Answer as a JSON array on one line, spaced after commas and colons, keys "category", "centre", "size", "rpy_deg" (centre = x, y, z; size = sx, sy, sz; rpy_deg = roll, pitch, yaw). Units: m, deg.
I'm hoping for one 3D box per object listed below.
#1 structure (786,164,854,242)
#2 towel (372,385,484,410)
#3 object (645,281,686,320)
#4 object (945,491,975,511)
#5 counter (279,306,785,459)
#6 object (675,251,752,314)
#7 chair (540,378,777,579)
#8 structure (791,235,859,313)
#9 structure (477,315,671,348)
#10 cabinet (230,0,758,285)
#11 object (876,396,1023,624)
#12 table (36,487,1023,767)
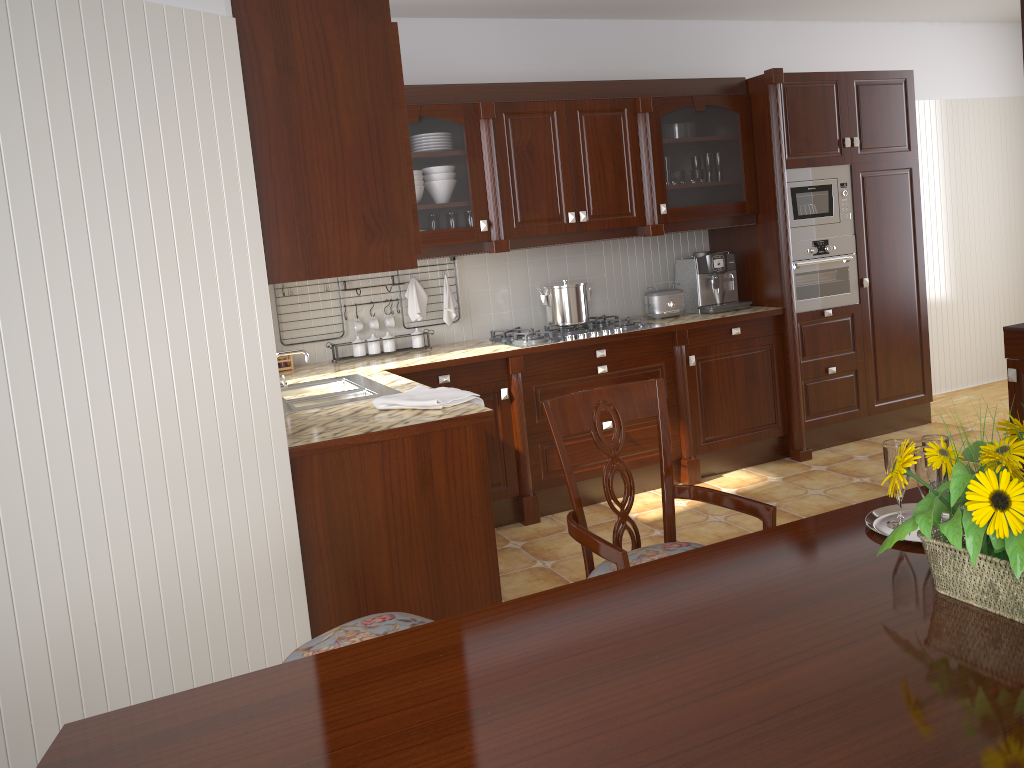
[{"category": "structure", "centre": [1.573, -0.985, 4.868], "size": [0.497, 0.383, 0.318], "rpy_deg": [-9, 8, -23]}, {"category": "towel", "centre": [-0.258, 0.061, 2.901], "size": [0.329, 0.096, 0.347], "rpy_deg": [-1, 10, 29]}, {"category": "object", "centre": [0.813, -0.446, 4.691], "size": [0.244, 0.187, 0.141], "rpy_deg": [-9, 7, -22]}, {"category": "object", "centre": [0.900, 0.210, 1.459], "size": [0.167, 0.056, 0.532], "rpy_deg": [-7, 9, -9]}, {"category": "counter", "centre": [0.284, -0.130, 3.777], "size": [2.794, 0.032, 1.834], "rpy_deg": [-10, 10, -23]}, {"category": "object", "centre": [1.085, -0.557, 4.797], "size": [0.276, 0.319, 0.325], "rpy_deg": [-9, 8, -23]}, {"category": "chair", "centre": [0.342, 0.400, 1.951], "size": [0.406, 0.740, 0.461], "rpy_deg": [-9, 7, -26]}, {"category": "structure", "centre": [1.675, -0.593, 4.756], "size": [0.496, 0.372, 0.041], "rpy_deg": [-9, 6, -23]}, {"category": "structure", "centre": [0.299, -0.278, 4.444], "size": [0.819, 0.046, 0.593], "rpy_deg": [-10, 10, -23]}, {"category": "cabinet", "centre": [0.282, -0.943, 3.520], "size": [2.792, 0.773, 1.375], "rpy_deg": [-10, 9, -23]}, {"category": "object", "centre": [0.697, 0.163, 1.203], "size": [0.300, 0.335, 0.319], "rpy_deg": [-10, 8, -31]}, {"category": "table", "centre": [0.312, 0.630, 1.132], "size": [1.685, 0.554, 0.738], "rpy_deg": [-10, 9, -23]}]
